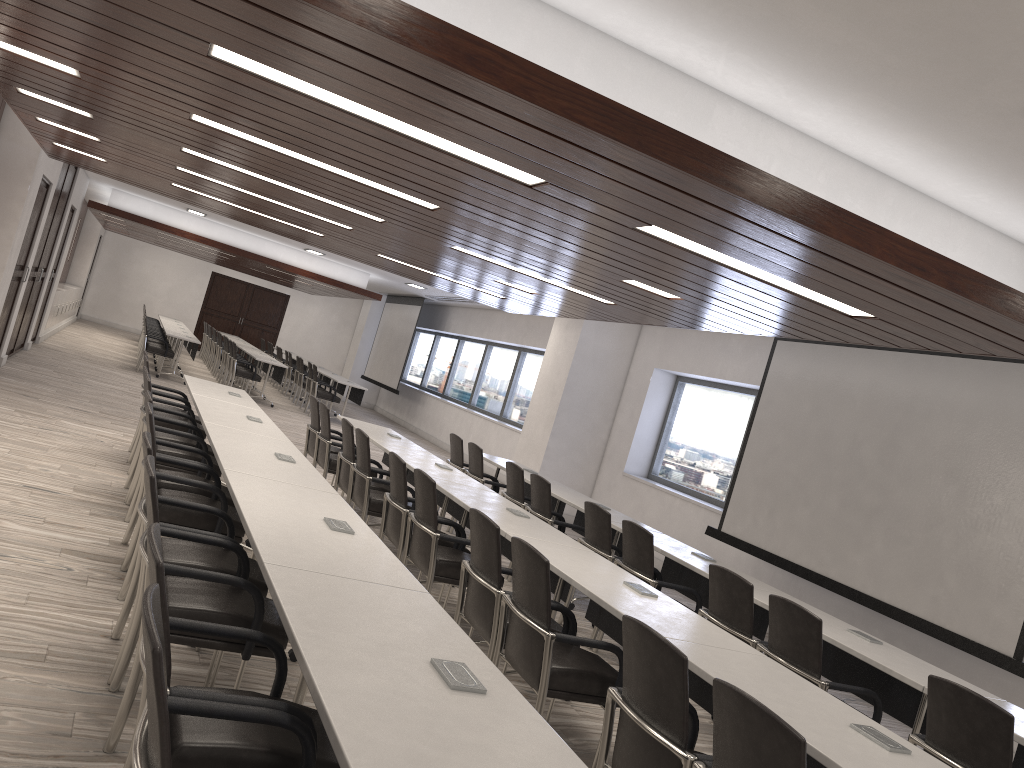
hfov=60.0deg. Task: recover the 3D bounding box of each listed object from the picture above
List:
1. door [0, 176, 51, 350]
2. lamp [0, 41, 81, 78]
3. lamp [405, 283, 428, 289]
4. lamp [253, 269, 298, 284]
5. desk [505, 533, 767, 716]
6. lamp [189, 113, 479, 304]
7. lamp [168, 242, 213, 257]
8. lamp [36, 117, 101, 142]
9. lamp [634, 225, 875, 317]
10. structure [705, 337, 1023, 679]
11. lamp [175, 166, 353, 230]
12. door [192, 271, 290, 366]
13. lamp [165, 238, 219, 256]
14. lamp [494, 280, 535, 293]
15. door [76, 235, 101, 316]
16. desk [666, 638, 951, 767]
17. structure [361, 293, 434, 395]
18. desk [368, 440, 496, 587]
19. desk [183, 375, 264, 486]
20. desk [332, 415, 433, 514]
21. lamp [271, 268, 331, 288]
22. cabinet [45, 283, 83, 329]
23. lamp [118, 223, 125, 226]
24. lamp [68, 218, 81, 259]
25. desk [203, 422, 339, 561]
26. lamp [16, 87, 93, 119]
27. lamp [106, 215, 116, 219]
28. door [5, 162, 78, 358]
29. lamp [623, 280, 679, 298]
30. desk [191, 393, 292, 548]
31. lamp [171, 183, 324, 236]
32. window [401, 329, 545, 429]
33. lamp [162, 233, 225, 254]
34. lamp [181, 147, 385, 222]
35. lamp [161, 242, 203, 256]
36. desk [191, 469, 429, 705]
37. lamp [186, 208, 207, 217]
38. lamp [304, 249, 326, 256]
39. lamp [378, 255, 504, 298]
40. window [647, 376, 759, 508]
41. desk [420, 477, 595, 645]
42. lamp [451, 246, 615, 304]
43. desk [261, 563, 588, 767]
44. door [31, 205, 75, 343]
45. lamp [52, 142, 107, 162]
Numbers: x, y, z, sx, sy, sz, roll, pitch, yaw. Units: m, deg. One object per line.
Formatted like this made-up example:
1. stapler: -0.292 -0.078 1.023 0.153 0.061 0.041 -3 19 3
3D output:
1. door: -5.816 -1.302 10.335 0.200 2.323 1.163 17 0 -23
2. lamp: -2.468 -1.713 4.568 0.464 0.045 0.236 17 0 -23
3. lamp: -1.843 -1.944 17.181 0.324 0.120 0.519 17 0 -23
4. lamp: -5.299 -2.457 20.445 1.496 0.045 0.236 17 0 -23
5. desk: 0.402 1.333 4.223 0.577 0.795 1.509 17 0 -23
6. lamp: -1.119 -1.528 11.933 1.469 0.552 14.295 17 0 -1
7. lamp: -7.111 -3.004 19.628 1.496 0.045 0.236 17 0 -23
8. lamp: -3.391 -1.974 6.790 0.464 0.045 0.236 17 0 -23
9. lamp: 0.708 -0.993 10.221 1.499 0.552 12.001 17 0 -7
10. structure: 2.929 0.561 7.136 0.438 2.329 3.550 17 0 -23
11. lamp: -2.032 -1.565 7.403 1.496 0.045 0.236 17 0 -23
12. door: -8.030 -1.861 26.243 2.329 2.323 0.200 17 0 -23
13. lamp: -6.607 -2.861 18.416 1.496 0.045 0.236 17 0 -23
14. lamp: 0.045 -0.938 8.340 0.421 0.046 0.236 17 0 -23
15. door: -11.290 -2.852 23.511 0.200 2.323 1.163 17 0 -23
16. desk: 0.979 1.496 2.833 0.577 0.795 1.509 17 0 -23
17. structure: -2.839 -1.073 21.022 0.438 2.329 3.550 17 0 -23
18. desk: -0.761 1.003 7.021 0.577 0.795 1.509 17 0 -23
19. desk: -2.677 0.436 7.817 0.577 0.795 1.509 17 0 -23
20. desk: -1.341 0.839 8.419 0.577 0.795 1.509 17 0 -23
21. lamp: -4.208 -2.148 17.819 1.496 0.045 0.236 17 0 -23
22. cabinet: -9.654 -1.735 18.878 0.476 0.698 7.540 17 0 -23
23. lamp: -7.966 -3.271 17.803 0.464 0.045 0.236 17 0 -23
24. lamp: -10.468 -3.454 21.087 0.094 1.058 0.236 17 0 -23
25. desk: -1.514 0.765 5.018 0.577 0.795 1.509 17 0 -23
26. lamp: -2.971 -1.856 5.780 0.464 0.045 0.236 17 0 -23
27. lamp: -7.379 -3.104 16.390 0.464 0.045 0.236 17 0 -23
28. door: -6.550 -1.804 12.299 0.200 2.889 2.327 17 0 -23
29. lamp: 0.968 -0.677 6.118 0.421 0.046 0.236 17 0 -23
30. desk: -2.096 0.601 6.419 0.577 0.795 1.509 17 0 -23
31. lamp: -2.535 -1.707 8.614 1.496 0.045 0.236 17 0 -23
32. window: -0.641 -0.177 18.223 0.118 1.419 10.452 17 0 -23
33. lamp: -6.020 -2.695 17.002 1.496 0.045 0.236 17 0 -23
34. lamp: -1.612 -1.446 6.393 1.496 0.045 0.236 17 0 -23
35. lamp: -7.530 -3.123 20.638 1.496 0.045 0.236 17 0 -23
36. desk: -0.934 0.930 3.620 0.577 0.795 1.509 17 0 -23
37. lamp: -5.508 -3.049 15.528 0.324 0.120 0.519 17 0 -23
38. lamp: -3.629 -2.482 16.376 0.324 0.120 0.519 17 0 -23
39. lamp: -0.724 -1.161 9.431 1.496 0.045 0.236 17 0 -23
40. window: 3.368 0.959 8.571 0.118 1.419 6.968 17 0 -23
41. desk: -0.179 1.168 5.621 0.577 0.795 1.509 17 0 -23
42. lamp: 0.199 -0.900 7.210 1.496 0.045 0.236 17 0 -23
43. desk: -0.356 1.094 2.231 0.577 0.795 1.509 17 0 -23
44. door: -7.445 -1.763 14.255 0.200 2.323 1.163 17 0 -23
45. lamp: -3.894 -2.117 8.002 0.464 0.045 0.236 17 0 -23
